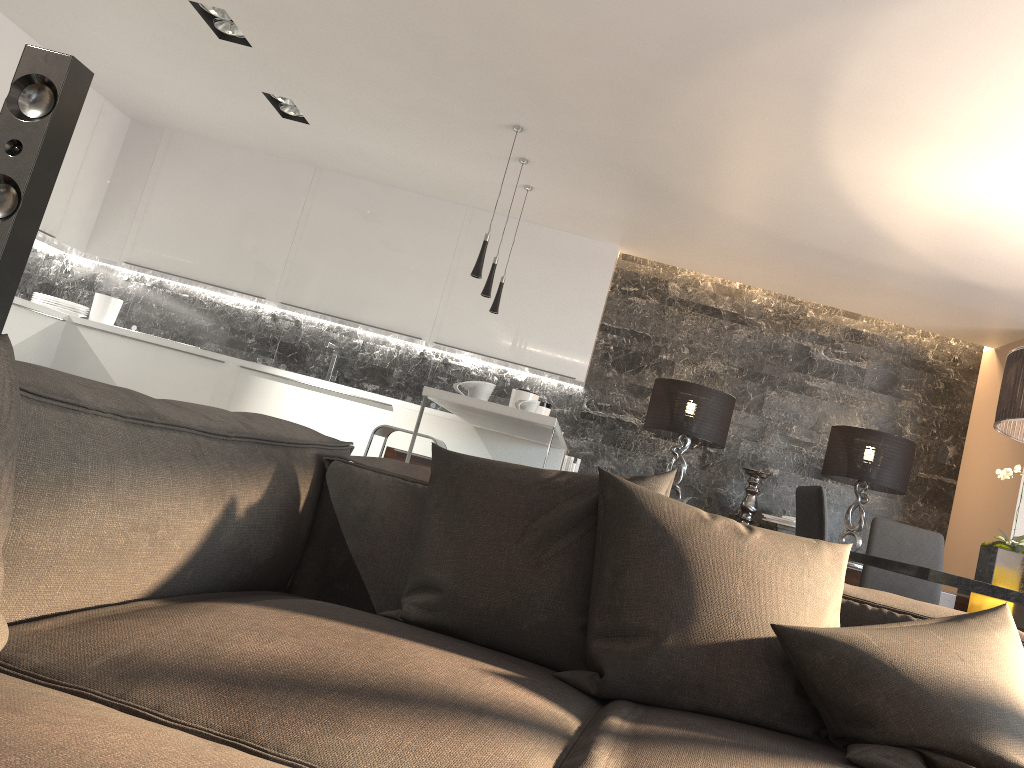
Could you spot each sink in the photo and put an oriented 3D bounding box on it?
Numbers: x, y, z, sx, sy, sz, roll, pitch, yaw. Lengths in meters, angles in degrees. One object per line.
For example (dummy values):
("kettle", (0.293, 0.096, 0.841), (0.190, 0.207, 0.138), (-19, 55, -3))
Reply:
("sink", (-1.190, 0.005, 6.186), (1.151, 0.523, 0.507), (15, -7, 1))

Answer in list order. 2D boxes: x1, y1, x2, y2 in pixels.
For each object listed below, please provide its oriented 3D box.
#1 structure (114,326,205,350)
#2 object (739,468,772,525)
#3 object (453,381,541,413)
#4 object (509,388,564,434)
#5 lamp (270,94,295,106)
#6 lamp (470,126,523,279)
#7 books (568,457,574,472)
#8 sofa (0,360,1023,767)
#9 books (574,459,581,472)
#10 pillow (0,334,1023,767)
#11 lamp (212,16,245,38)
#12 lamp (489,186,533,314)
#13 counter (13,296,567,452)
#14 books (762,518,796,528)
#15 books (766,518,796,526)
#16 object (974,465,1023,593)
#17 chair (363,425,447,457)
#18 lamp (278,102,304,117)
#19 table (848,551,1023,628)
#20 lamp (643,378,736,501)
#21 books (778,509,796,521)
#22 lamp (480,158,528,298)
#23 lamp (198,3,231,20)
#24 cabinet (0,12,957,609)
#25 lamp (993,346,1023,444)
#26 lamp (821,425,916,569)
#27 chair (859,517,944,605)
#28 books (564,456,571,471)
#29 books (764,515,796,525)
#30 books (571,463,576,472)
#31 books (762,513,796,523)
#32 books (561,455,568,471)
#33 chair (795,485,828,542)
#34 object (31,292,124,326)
("structure", (-2.371, -0.283, 6.188), (0.622, 0.011, 0.566), (14, -6, 3))
("object", (1.682, 0.852, 6.221), (0.218, 0.488, 0.198), (21, -9, -39))
("object", (-0.077, 0.073, 4.479), (0.436, 0.133, 0.188), (14, -6, 2))
("object", (0.216, 0.239, 6.202), (0.404, 0.299, 0.587), (13, -6, 16))
("lamp", (-1.362, -1.722, 5.249), (0.183, 0.077, 0.170), (17, -6, -21))
("lamp", (-0.078, -0.963, 4.647), (0.058, 0.850, 0.058), (15, -8, 3))
("books", (0.387, 0.623, 6.035), (0.019, 0.245, 0.175), (14, -7, 6))
("sofa", (0.119, 0.466, 0.572), (2.434, 0.707, 2.780), (13, -6, 13))
("books", (0.432, 0.637, 6.056), (0.023, 0.244, 0.175), (14, -7, 6))
("pillow", (-0.150, 0.190, 1.132), (2.202, 0.433, 1.001), (19, -7, -35))
("lamp", (-1.426, -1.818, 4.470), (0.181, 0.077, 0.171), (16, -6, -14))
("lamp", (-0.005, -0.850, 5.562), (0.058, 0.850, 0.058), (15, -8, 3))
("counter", (-1.648, -0.169, 5.202), (4.021, 0.041, 2.687), (14, -6, 2))
("books", (1.952, 0.998, 6.183), (0.334, 0.011, 0.239), (19, -7, -40))
("books", (1.969, 0.992, 6.193), (0.240, 0.011, 0.334), (10, -7, 40))
("object", (2.179, 0.617, 3.525), (0.577, 0.503, 0.307), (15, -7, -2))
("chair", (-0.634, 0.642, 4.655), (0.429, 0.804, 0.420), (15, -7, 3))
("lamp", (-1.348, -1.700, 5.428), (0.184, 0.077, 0.169), (18, -7, -26))
("table", (2.100, 1.239, 3.372), (1.598, 0.764, 1.038), (14, -6, 2))
("lamp", (1.188, 0.488, 6.223), (0.601, 0.938, 0.581), (16, -7, -6))
("books", (2.021, 0.974, 6.235), (0.267, 0.109, 0.328), (13, -6, 14))
("lamp", (-0.041, -0.907, 5.104), (0.058, 0.850, 0.058), (15, -8, 3))
("lamp", (-1.440, -1.840, 4.292), (0.176, 0.077, 0.177), (14, -6, 3))
("cabinet", (-0.250, -0.175, 4.363), (6.905, 2.512, 4.439), (14, -6, 2))
("lamp", (2.503, -0.281, 3.600), (0.769, 1.108, 0.835), (11, -8, 27))
("lamp", (2.458, 0.817, 6.219), (0.566, 0.938, 0.615), (11, -8, 30))
("chair", (1.836, 1.135, 4.067), (0.426, 0.969, 0.571), (15, -7, 4))
("books", (0.368, 0.620, 6.056), (0.023, 0.244, 0.175), (14, -7, 6))
("books", (1.953, 0.977, 6.193), (0.240, 0.011, 0.334), (10, -7, 40))
("books", (0.404, 0.647, 6.033), (0.020, 0.206, 0.155), (14, -7, 6))
("books", (1.948, 0.965, 6.192), (0.239, 0.011, 0.334), (9, -8, 45))
("books", (0.347, 0.614, 6.052), (0.019, 0.245, 0.175), (14, -7, 6))
("chair", (1.315, 0.934, 3.416), (0.570, 0.969, 0.427), (15, -7, 2))
("object", (-3.106, -0.584, 6.245), (0.541, 0.235, 0.360), (13, -6, 11))
